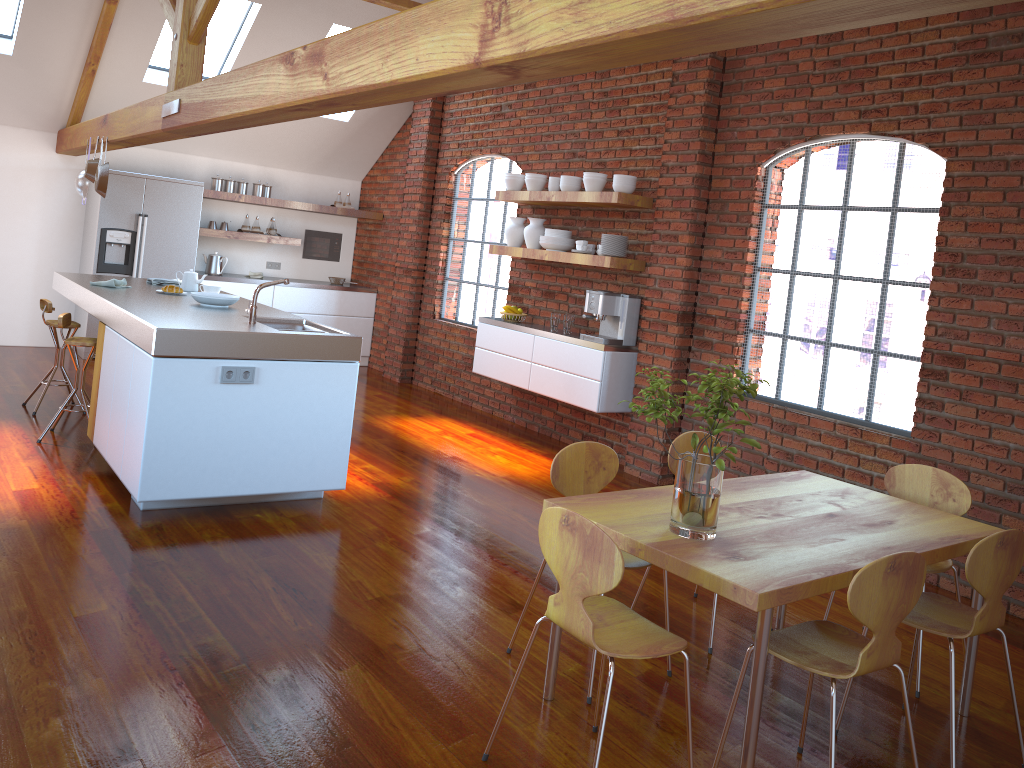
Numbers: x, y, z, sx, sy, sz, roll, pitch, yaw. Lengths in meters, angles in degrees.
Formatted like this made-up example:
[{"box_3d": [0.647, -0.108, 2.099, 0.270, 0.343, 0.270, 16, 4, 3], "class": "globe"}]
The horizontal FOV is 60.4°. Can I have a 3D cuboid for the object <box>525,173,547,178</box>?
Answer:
[{"box_3d": [0.191, -1.639, 7.110, 0.180, 0.103, 0.182, 7, 6, 1], "class": "object"}]

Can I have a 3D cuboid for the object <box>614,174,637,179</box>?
[{"box_3d": [0.803, -1.449, 6.263, 0.165, 0.060, 0.167, 7, 7, 4], "class": "object"}]

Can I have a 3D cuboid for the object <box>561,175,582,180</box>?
[{"box_3d": [0.455, -1.566, 6.786, 0.165, 0.060, 0.167, 0, 10, -41], "class": "object"}]

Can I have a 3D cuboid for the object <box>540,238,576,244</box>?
[{"box_3d": [0.352, -1.092, 6.856, 0.284, 0.055, 0.281, 13, 10, 37], "class": "object"}]

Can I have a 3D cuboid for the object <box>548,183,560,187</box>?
[{"box_3d": [0.335, -1.555, 6.980, 0.099, 0.061, 0.099, 7, 6, 4], "class": "object"}]

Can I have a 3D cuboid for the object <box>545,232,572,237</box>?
[{"box_3d": [0.358, -1.141, 6.855, 0.213, 0.055, 0.216, -1, 11, -43], "class": "object"}]

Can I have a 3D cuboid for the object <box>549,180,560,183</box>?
[{"box_3d": [0.338, -1.581, 6.979, 0.099, 0.061, 0.099, 7, 6, 4], "class": "object"}]

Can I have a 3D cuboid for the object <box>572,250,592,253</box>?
[{"box_3d": [0.519, -0.982, 6.551, 0.154, 0.012, 0.154, 9, 8, 15], "class": "object"}]

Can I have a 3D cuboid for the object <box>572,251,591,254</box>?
[{"box_3d": [0.518, -0.973, 6.551, 0.154, 0.012, 0.154, 9, 8, 15], "class": "object"}]

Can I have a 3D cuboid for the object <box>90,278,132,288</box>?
[{"box_3d": [-2.639, -0.674, 5.788, 0.196, 0.061, 0.205, 9, 8, 17], "class": "object"}]

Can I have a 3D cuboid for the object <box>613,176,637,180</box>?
[{"box_3d": [0.802, -1.436, 6.263, 0.165, 0.060, 0.167, 7, 7, 4], "class": "object"}]

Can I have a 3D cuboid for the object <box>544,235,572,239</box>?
[{"box_3d": [0.355, -1.120, 6.856, 0.213, 0.055, 0.216, -1, 11, -43], "class": "object"}]

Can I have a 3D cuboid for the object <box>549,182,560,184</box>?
[{"box_3d": [0.337, -1.568, 6.980, 0.099, 0.061, 0.099, 7, 6, 4], "class": "object"}]

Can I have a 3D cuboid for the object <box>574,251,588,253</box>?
[{"box_3d": [0.518, -0.977, 6.551, 0.154, 0.012, 0.154, 9, 8, 15], "class": "object"}]

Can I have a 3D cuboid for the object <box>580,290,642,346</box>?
[{"box_3d": [0.687, -0.483, 6.316, 0.377, 0.368, 0.274, 3, 5, -35], "class": "object"}]

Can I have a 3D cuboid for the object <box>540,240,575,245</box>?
[{"box_3d": [0.351, -1.082, 6.856, 0.284, 0.055, 0.281, 13, 10, 37], "class": "object"}]

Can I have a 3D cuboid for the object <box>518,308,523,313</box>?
[{"box_3d": [0.067, -0.604, 7.302, 0.047, 0.046, 0.055, 7, 5, 6], "class": "object"}]

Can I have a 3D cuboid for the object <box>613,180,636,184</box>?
[{"box_3d": [0.799, -1.411, 6.264, 0.165, 0.060, 0.167, 7, 7, 4], "class": "object"}]

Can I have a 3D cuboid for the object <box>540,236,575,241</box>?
[{"box_3d": [0.354, -1.111, 6.856, 0.284, 0.055, 0.281, 13, 10, 37], "class": "object"}]

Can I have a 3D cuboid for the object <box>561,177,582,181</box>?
[{"box_3d": [0.454, -1.552, 6.786, 0.165, 0.060, 0.167, 0, 10, -41], "class": "object"}]

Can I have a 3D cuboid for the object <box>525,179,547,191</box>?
[{"box_3d": [0.186, -1.595, 7.111, 0.180, 0.103, 0.182, 7, 6, 1], "class": "object"}]

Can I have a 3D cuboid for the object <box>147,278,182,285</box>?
[{"box_3d": [-2.543, -0.752, 6.465, 0.231, 0.050, 0.167, 1, 9, -35], "class": "object"}]

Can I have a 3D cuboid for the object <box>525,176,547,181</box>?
[{"box_3d": [0.189, -1.616, 7.110, 0.180, 0.103, 0.182, 7, 6, 1], "class": "object"}]

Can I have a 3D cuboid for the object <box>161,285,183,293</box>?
[{"box_3d": [-2.228, -0.624, 5.773, 0.137, 0.051, 0.063, 4, 6, -16], "class": "object"}]

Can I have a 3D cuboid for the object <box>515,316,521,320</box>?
[{"box_3d": [0.044, -0.563, 7.333, 0.070, 0.069, 0.069, 4, 5, -27], "class": "object"}]

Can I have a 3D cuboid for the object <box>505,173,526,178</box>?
[{"box_3d": [0.023, -1.685, 7.289, 0.180, 0.103, 0.182, 7, 6, 1], "class": "object"}]

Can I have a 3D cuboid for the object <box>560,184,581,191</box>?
[{"box_3d": [0.447, -1.498, 6.787, 0.165, 0.060, 0.167, 0, 10, -41], "class": "object"}]

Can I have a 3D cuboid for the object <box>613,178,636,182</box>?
[{"box_3d": [0.800, -1.424, 6.264, 0.165, 0.060, 0.167, 7, 7, 4], "class": "object"}]

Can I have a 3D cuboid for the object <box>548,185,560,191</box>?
[{"box_3d": [0.333, -1.538, 6.980, 0.099, 0.061, 0.099, 7, 6, 4], "class": "object"}]

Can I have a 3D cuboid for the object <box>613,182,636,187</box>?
[{"box_3d": [0.797, -1.397, 6.264, 0.165, 0.060, 0.167, 7, 7, 4], "class": "object"}]

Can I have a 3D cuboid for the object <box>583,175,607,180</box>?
[{"box_3d": [0.609, -1.479, 6.506, 0.181, 0.103, 0.181, 10, 7, 24], "class": "object"}]

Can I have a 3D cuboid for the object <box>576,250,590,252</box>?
[{"box_3d": [0.519, -0.986, 6.551, 0.154, 0.012, 0.154, 9, 8, 15], "class": "object"}]

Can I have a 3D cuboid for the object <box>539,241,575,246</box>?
[{"box_3d": [0.349, -1.070, 6.856, 0.284, 0.055, 0.281, 13, 10, 37], "class": "object"}]

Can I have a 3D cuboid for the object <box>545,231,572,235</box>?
[{"box_3d": [0.359, -1.152, 6.855, 0.213, 0.055, 0.216, -1, 11, -43], "class": "object"}]

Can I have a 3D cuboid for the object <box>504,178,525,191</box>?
[{"box_3d": [0.018, -1.641, 7.290, 0.180, 0.103, 0.182, 7, 6, 1], "class": "object"}]

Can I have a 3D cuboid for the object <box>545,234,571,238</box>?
[{"box_3d": [0.356, -1.130, 6.855, 0.213, 0.055, 0.216, -1, 11, -43], "class": "object"}]

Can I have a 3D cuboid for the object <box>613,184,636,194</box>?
[{"box_3d": [0.795, -1.381, 6.264, 0.165, 0.060, 0.167, 7, 7, 4], "class": "object"}]

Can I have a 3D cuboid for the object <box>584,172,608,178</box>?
[{"box_3d": [0.612, -1.502, 6.505, 0.181, 0.103, 0.181, 10, 7, 24], "class": "object"}]

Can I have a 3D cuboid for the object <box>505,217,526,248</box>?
[{"box_3d": [0.033, -1.263, 7.344, 0.192, 0.248, 0.193, 7, 4, 4], "class": "object"}]

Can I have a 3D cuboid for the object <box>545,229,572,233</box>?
[{"box_3d": [0.361, -1.171, 6.855, 0.213, 0.055, 0.216, -1, 11, -43], "class": "object"}]

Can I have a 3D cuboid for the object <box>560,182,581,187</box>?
[{"box_3d": [0.449, -1.514, 6.787, 0.165, 0.060, 0.167, 0, 10, -41], "class": "object"}]

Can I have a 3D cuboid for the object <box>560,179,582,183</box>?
[{"box_3d": [0.452, -1.541, 6.787, 0.165, 0.060, 0.167, 0, 10, -41], "class": "object"}]

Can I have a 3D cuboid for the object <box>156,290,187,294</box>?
[{"box_3d": [-2.229, -0.598, 5.762, 0.194, 0.014, 0.197, 4, 8, -14], "class": "object"}]

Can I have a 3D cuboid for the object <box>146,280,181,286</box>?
[{"box_3d": [-2.553, -0.743, 6.500, 0.233, 0.026, 0.165, 10, 9, 19], "class": "object"}]

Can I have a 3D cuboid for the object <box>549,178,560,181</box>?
[{"box_3d": [0.340, -1.593, 6.979, 0.099, 0.061, 0.099, 7, 6, 4], "class": "object"}]

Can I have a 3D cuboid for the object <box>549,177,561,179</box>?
[{"box_3d": [0.341, -1.606, 6.979, 0.099, 0.061, 0.099, 7, 6, 4], "class": "object"}]

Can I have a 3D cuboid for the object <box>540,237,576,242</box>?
[{"box_3d": [0.353, -1.101, 6.856, 0.284, 0.055, 0.281, 13, 10, 37], "class": "object"}]

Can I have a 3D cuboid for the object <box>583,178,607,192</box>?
[{"box_3d": [0.607, -1.458, 6.506, 0.181, 0.103, 0.181, 10, 7, 24], "class": "object"}]

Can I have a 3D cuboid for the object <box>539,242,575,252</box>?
[{"box_3d": [0.348, -1.060, 6.857, 0.284, 0.055, 0.281, 13, 10, 37], "class": "object"}]

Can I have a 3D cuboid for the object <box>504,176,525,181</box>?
[{"box_3d": [0.020, -1.662, 7.290, 0.180, 0.103, 0.182, 7, 6, 1], "class": "object"}]

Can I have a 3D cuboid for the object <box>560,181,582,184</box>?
[{"box_3d": [0.451, -1.527, 6.787, 0.165, 0.060, 0.167, 0, 10, -41], "class": "object"}]

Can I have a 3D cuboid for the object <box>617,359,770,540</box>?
[{"box_3d": [0.518, 0.182, 2.601, 0.427, 0.519, 0.390, 7, 4, 9], "class": "object"}]

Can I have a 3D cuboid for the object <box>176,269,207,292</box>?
[{"box_3d": [-2.237, -0.724, 6.133, 0.196, 0.155, 0.119, 4, 5, -29], "class": "object"}]
